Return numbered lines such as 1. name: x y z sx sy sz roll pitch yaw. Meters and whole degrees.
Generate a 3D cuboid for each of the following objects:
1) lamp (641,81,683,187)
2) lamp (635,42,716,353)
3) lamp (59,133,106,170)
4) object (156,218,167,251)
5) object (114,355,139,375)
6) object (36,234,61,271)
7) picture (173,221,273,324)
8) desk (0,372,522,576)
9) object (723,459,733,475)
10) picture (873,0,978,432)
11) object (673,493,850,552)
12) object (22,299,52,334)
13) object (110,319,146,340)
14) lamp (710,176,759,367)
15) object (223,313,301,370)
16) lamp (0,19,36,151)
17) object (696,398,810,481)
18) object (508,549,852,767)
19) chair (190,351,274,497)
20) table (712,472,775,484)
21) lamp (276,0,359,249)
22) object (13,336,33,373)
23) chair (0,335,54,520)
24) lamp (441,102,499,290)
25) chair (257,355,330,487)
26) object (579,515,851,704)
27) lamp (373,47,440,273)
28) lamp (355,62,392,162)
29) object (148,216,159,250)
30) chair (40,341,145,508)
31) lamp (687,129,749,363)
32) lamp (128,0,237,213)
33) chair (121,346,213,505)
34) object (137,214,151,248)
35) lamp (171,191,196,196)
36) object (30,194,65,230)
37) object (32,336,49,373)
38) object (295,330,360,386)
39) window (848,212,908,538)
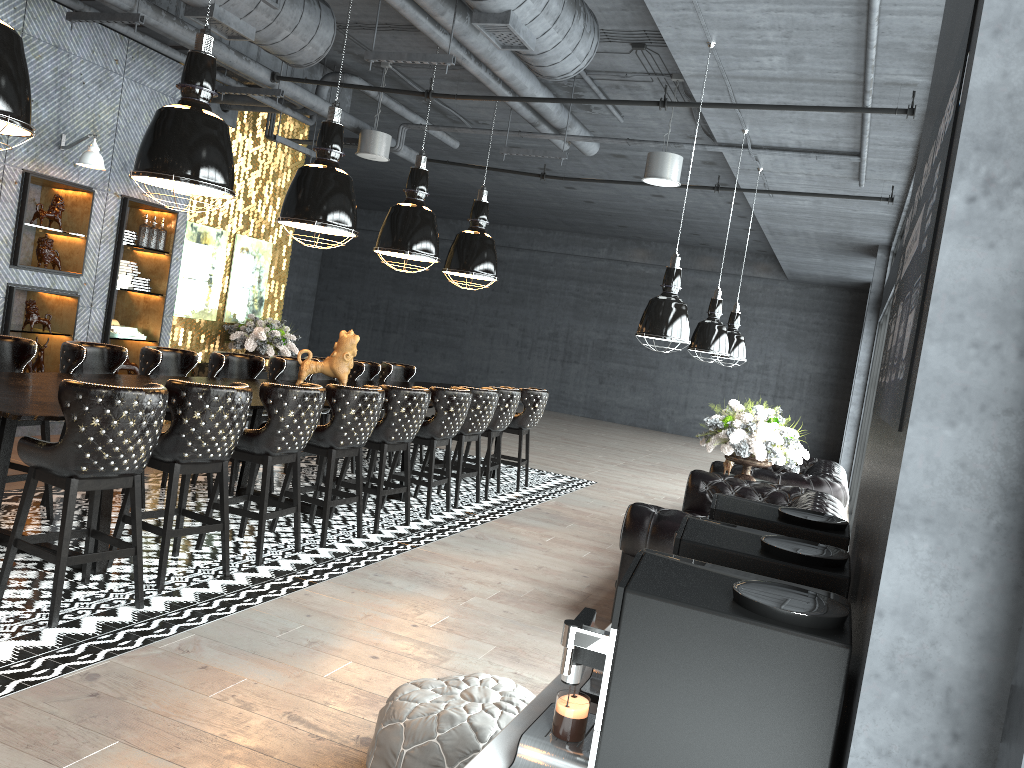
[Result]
1. lamp: 1.519 -2.445 8.538 0.382 1.029 0.380 10 2 10
2. lamp: 1.211 -1.291 6.171 0.390 2.160 0.391 8 3 -24
3. lamp: -3.774 -2.069 7.861 0.490 0.287 0.243 11 3 36
4. object: -3.666 -1.563 9.266 0.109 0.349 0.109 9 2 -9
5. object: -3.970 -0.199 9.080 0.165 0.303 0.341 10 3 25
6. object: -4.206 -1.188 8.048 0.159 0.337 0.242 10 3 25
7. picture: -3.418 -1.278 10.601 0.022 1.072 1.573 10 3 20
8. desk: -1.524 0.519 7.356 1.434 0.927 7.593 10 3 20
9. object: 1.864 0.692 7.667 0.086 0.183 0.136 10 3 27
10. picture: 0.902 -0.229 1.925 0.086 0.634 1.389 10 3 20
11. object: 0.648 0.531 2.479 0.504 0.426 0.335 10 3 21
12. object: -4.268 -0.612 7.998 0.135 0.294 0.256 10 3 28
13. object: -4.107 -0.577 9.103 0.484 0.149 0.535 10 3 19
14. lamp: 2.504 -1.253 9.597 0.390 2.153 0.391 8 3 -24
15. object: -3.062 -0.517 10.829 0.874 0.663 0.848 7 3 -39
16. lamp: -2.352 -2.207 3.987 0.621 2.302 0.622 8 3 -24
17. object: 1.996 0.475 7.436 0.874 0.663 0.848 7 3 -39
18. object: 0.288 0.521 1.527 0.504 0.426 0.335 10 3 21
19. chair: -2.262 0.310 7.283 0.568 1.092 0.504 10 3 29
20. table: 1.901 1.160 7.488 0.572 0.726 0.573 8 3 -16
21. lamp: -1.321 -2.179 6.718 0.621 2.302 0.622 8 3 -24
22. object: -4.420 -0.254 7.922 0.168 0.359 0.266 10 3 14
23. chair: -3.139 0.265 5.402 0.568 1.092 0.504 10 3 17
24. lamp: -0.290 -2.152 9.449 0.621 2.302 0.622 8 3 -24
25. chair: -1.974 0.321 7.988 0.568 1.092 0.504 10 3 22
26. object: 0.465 0.526 1.996 0.504 0.426 0.335 10 3 21
27. lamp: -0.805 -2.166 8.084 0.621 2.302 0.622 8 3 -24
28. lamp: -1.443 -2.985 9.668 0.382 1.045 0.380 11 3 31
29. object: -3.708 -1.565 9.159 0.109 0.349 0.109 9 2 6
30. chair: -2.810 0.287 6.010 0.568 1.092 0.504 10 2 11
31. lamp: 1.980 -1.271 8.207 0.390 2.160 0.391 8 3 -24
32. lamp: -1.837 -2.193 5.352 0.621 2.302 0.622 8 3 -24
33. chair: -2.561 0.293 6.670 0.568 1.092 0.504 10 2 15
34. object: -3.749 -1.566 9.051 0.108 0.349 0.109 8 3 -24
35. lamp: -3.362 -2.068 8.947 0.490 0.287 0.243 11 3 36
36. object: -4.170 -1.568 7.982 0.152 0.325 0.292 10 3 18
37. object: -4.358 -0.260 8.175 0.116 0.358 0.198 7 3 -39
38. object: -1.530 -0.207 7.320 0.475 0.545 0.249 8 3 -17
39. window: 3.329 -0.140 7.736 0.120 3.728 20.792 10 3 20
